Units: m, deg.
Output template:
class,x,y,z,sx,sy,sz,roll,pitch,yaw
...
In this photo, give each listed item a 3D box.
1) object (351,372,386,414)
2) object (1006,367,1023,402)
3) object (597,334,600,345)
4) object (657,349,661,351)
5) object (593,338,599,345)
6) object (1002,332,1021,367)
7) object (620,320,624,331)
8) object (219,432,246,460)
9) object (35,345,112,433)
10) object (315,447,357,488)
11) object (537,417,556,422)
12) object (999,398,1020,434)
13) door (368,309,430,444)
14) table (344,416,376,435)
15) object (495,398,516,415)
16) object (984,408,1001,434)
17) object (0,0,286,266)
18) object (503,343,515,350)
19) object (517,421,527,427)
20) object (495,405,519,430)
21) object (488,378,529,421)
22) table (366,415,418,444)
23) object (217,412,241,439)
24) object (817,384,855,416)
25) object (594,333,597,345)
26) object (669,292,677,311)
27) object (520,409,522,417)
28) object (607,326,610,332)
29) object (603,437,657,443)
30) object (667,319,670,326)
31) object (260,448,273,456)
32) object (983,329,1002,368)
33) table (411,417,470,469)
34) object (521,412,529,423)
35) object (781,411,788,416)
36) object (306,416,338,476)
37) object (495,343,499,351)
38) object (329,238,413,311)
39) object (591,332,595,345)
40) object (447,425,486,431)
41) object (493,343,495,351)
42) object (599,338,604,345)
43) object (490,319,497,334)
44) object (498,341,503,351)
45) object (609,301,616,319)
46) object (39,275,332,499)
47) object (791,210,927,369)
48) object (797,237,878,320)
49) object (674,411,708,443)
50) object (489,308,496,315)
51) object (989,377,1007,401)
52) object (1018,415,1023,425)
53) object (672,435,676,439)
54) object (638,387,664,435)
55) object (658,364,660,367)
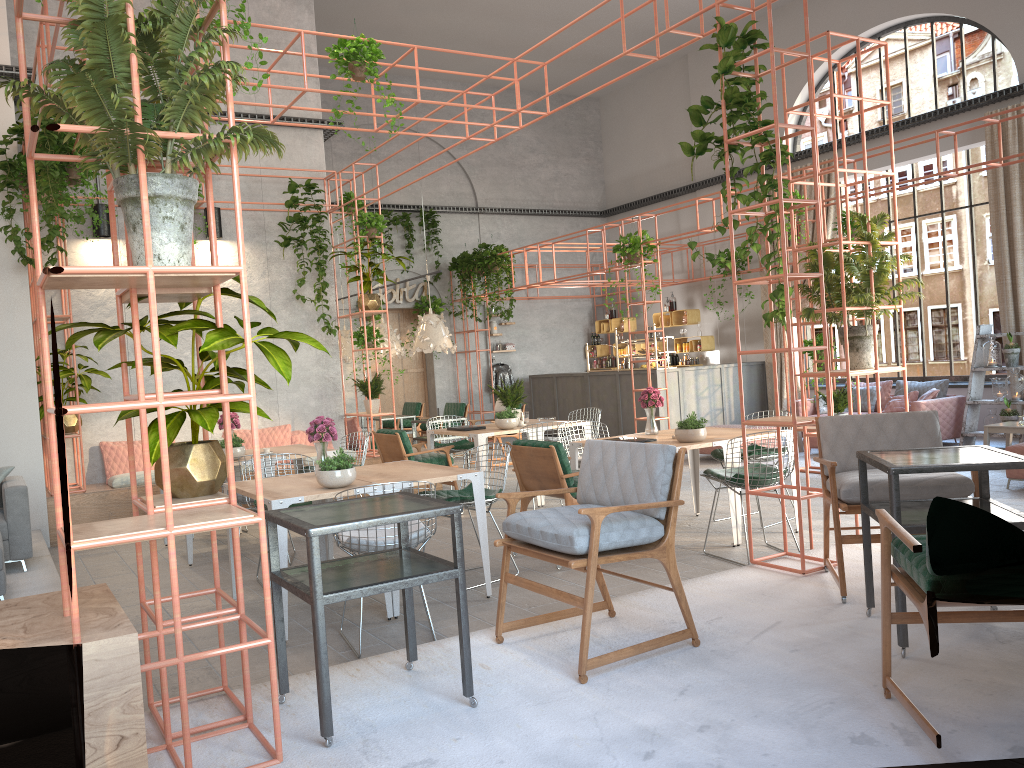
class,x,y,z,sx,sy,sz,roll,pitch,yaw
object,-1.747,0.104,10.955,0.438,0.527,0.368,-5,2,-31
object,6.451,0.002,11.350,0.219,0.430,0.216,-5,2,-37
object,1.894,-0.998,19.412,0.066,0.291,0.066,-4,1,9
object,2.519,-0.592,15.388,0.152,0.058,0.095,-5,2,-40
object,1.829,-0.918,19.250,0.115,0.147,0.115,-4,1,14
object,6.489,-0.454,11.526,0.212,0.457,0.217,-4,1,-14
object,2.328,-1.232,18.522,0.137,0.261,0.137,-4,1,5
object,-2.478,0.549,7.809,0.248,0.247,0.254,-5,2,-31
object,-4.644,0.051,9.176,0.934,0.919,0.903,-3,2,31
object,-1.085,0.513,5.457,0.247,0.247,0.252,-5,2,-31
object,0.389,0.398,9.991,0.218,0.041,0.218,-4,2,-22
object,6.345,0.404,11.309,0.236,0.464,0.225,-3,2,38
door,-2.469,-0.127,18.022,1.360,2.729,0.551,-5,2,-31
table,-2.806,0.947,15.719,0.635,0.798,0.602,-5,2,-31
object,-0.073,0.306,10.007,0.241,0.313,0.241,-4,1,14
object,6.249,0.479,11.537,0.208,0.320,0.192,-5,2,-25
object,-1.250,-0.940,3.074,0.894,1.101,0.900,-3,2,23
object,-0.056,-0.779,18.519,0.219,0.149,0.129,-5,2,-31
object,0.098,0.419,9.518,0.115,0.078,0.115,-5,2,-25
object,-0.056,0.348,9.246,0.248,0.247,0.254,-5,2,-31
object,-0.018,0.192,9.683,0.438,0.527,0.368,-5,2,-31
table,-1.912,0.924,14.209,0.635,0.798,0.602,-5,2,-31
object,-2.706,0.464,8.505,0.213,0.414,0.225,-5,2,-38
object,3.738,0.254,10.168,0.438,0.527,0.368,-5,2,-31
object,1.823,-0.992,19.372,0.066,0.291,0.066,-5,2,-24
object,3.123,-1.599,17.215,0.134,0.386,0.134,-5,2,-42
object,0.006,0.368,10.145,0.165,0.154,0.210,-5,2,-41
object,2.086,-1.163,18.818,0.123,0.142,0.141,-5,2,-31
object,0.939,0.464,7.197,0.268,0.031,0.427,-5,2,-31
object,3.063,-1.189,17.166,0.123,0.142,0.141,-5,2,-31
object,-2.248,0.614,8.127,0.115,0.078,0.115,-5,2,-25
object,6.358,-0.474,11.750,0.216,0.500,0.216,-4,1,2
table,-1.018,0.900,12.699,0.635,0.798,0.602,-5,2,-31
object,0.145,0.375,9.979,0.095,0.119,0.095,-4,1,-6
object,3.920,0.479,12.946,0.199,0.145,0.156,-4,1,-16
object,-1.310,0.427,6.147,0.213,0.414,0.225,-5,2,-38
object,-0.310,-0.764,18.359,0.063,0.151,0.063,-5,2,-44
object,-1.716,-1.368,10.900,0.934,0.947,0.903,-3,2,21
object,1.757,-0.987,19.332,0.066,0.291,0.066,-3,2,29
object,-0.496,0.478,9.582,0.268,0.031,0.427,-5,2,-31
object,-0.377,-0.766,18.343,0.055,0.164,0.092,-4,1,-12
object,1.942,-0.927,19.317,0.115,0.147,0.115,-4,1,14
object,-0.379,-1.203,18.330,0.136,0.336,0.145,-4,1,-16
object,-0.243,-0.797,18.409,0.081,0.204,0.081,-5,2,-30
object,2.145,-1.573,18.866,0.134,0.386,0.134,-4,1,3
object,-1.245,-0.014,3.537,0.934,0.923,0.903,-3,2,26
object,2.448,-0.657,6.319,0.894,1.100,0.900,-4,1,-2
object,3.744,-1.215,10.091,0.923,0.946,0.924,-3,2,25
object,1.378,0.335,6.861,0.247,0.247,0.252,-5,2,-31
object,-0.402,-1.505,18.313,0.133,0.145,0.133,-3,2,21
object,6.362,0.069,11.572,0.223,0.297,0.223,-4,1,-11
object,5.721,0.432,9.905,0.199,0.145,0.156,-4,1,-16
object,1.348,0.414,7.155,0.115,0.073,0.115,-5,2,-36
object,1.205,0.230,7.639,0.213,0.414,0.225,-5,2,-38
object,2.492,-0.335,15.425,0.073,0.104,0.240,-3,2,41
